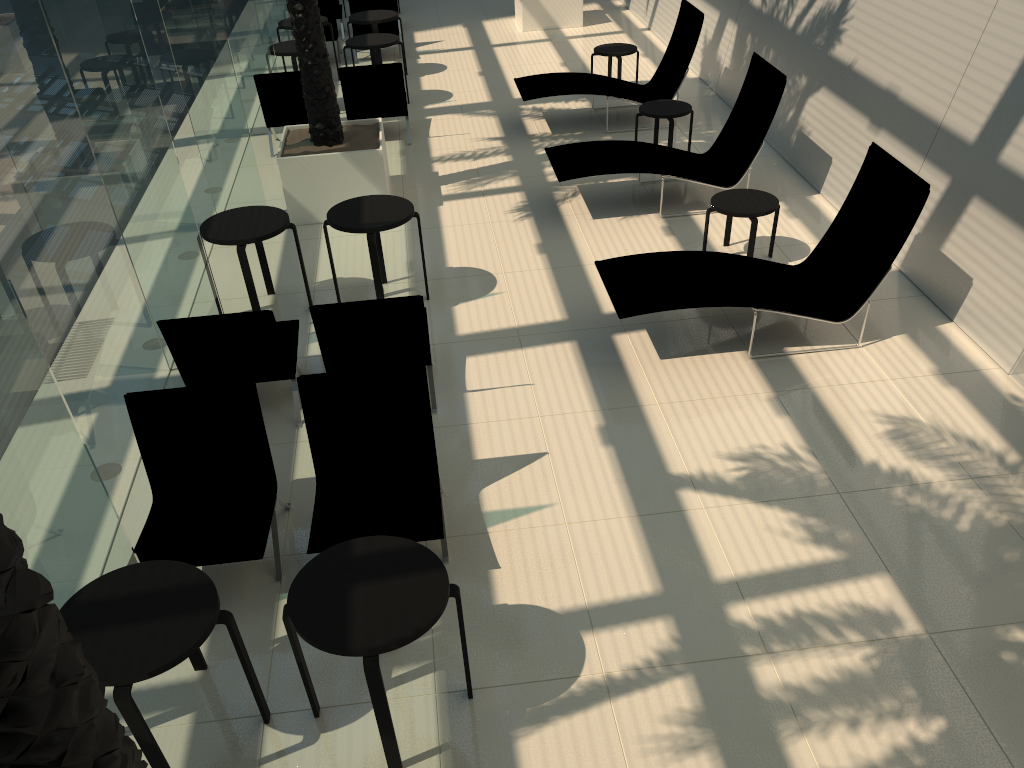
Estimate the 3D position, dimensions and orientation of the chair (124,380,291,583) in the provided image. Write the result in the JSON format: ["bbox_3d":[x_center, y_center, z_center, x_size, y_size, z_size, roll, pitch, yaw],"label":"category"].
[{"bbox_3d":[-1.682,0.625,4.715,0.715,0.963,0.813,-6,37,-4],"label":"chair"}]

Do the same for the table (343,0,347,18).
[{"bbox_3d":[-3.364,-6.881,15.388,0.665,0.847,0.637,18,42,26],"label":"table"}]

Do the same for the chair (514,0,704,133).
[{"bbox_3d":[1.075,-3.690,10.201,2.034,1.256,0.845,-6,37,-3],"label":"chair"}]

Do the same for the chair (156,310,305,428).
[{"bbox_3d":[-1.866,-0.275,5.981,0.715,0.963,0.813,-6,37,-4],"label":"chair"}]

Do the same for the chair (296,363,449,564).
[{"bbox_3d":[-0.757,0.530,4.766,0.715,0.963,0.813,-6,37,-4],"label":"chair"}]

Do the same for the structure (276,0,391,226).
[{"bbox_3d":[-1.921,-4.799,6.579,4.800,7.605,4.091,-10,38,-9],"label":"structure"}]

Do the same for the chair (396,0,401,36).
[{"bbox_3d":[-2.259,-6.338,14.432,0.715,0.963,0.813,-6,37,-4],"label":"chair"}]

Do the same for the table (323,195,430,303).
[{"bbox_3d":[-1.084,-1.012,7.040,0.665,0.847,0.637,18,42,26],"label":"table"}]

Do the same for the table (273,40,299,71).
[{"bbox_3d":[-2.708,-3.912,11.210,0.665,0.847,0.637,18,42,26],"label":"table"}]

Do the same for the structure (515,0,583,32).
[{"bbox_3d":[0.547,-9.019,12.337,4.219,7.469,4.318,15,41,23],"label":"structure"}]

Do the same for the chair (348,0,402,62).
[{"bbox_3d":[-2.075,-5.438,13.167,0.715,0.963,0.813,-6,37,-4],"label":"chair"}]

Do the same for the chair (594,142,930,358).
[{"bbox_3d":[1.685,-0.925,6.308,2.034,1.256,0.845,-6,37,-3],"label":"chair"}]

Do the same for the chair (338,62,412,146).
[{"bbox_3d":[-1.606,-3.383,10.272,0.715,0.963,0.813,-6,37,-4],"label":"chair"}]

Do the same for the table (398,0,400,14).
[{"bbox_3d":[-2.402,-6.980,15.441,0.665,0.847,0.637,18,42,26],"label":"table"}]

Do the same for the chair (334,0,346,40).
[{"bbox_3d":[-3.184,-6.242,14.381,0.715,0.963,0.813,-6,37,-4],"label":"chair"}]

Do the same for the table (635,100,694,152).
[{"bbox_3d":[1.634,-2.704,9.389,0.538,0.561,0.522,22,44,30],"label":"table"}]

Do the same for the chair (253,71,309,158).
[{"bbox_3d":[-2.532,-3.287,10.221,0.715,0.963,0.813,-6,37,-4],"label":"chair"}]

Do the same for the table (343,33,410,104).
[{"bbox_3d":[-1.746,-4.012,11.263,0.665,0.847,0.637,18,42,26],"label":"table"}]

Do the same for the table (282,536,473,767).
[{"bbox_3d":[-0.587,1.198,3.929,0.656,0.847,0.646,26,46,33],"label":"table"}]

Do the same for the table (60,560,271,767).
[{"bbox_3d":[-1.549,1.297,3.875,0.656,0.847,0.646,26,46,33],"label":"table"}]

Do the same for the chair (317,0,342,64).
[{"bbox_3d":[-3.000,-5.343,13.116,0.715,0.963,0.813,-6,37,-4],"label":"chair"}]

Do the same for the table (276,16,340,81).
[{"bbox_3d":[-2.867,-4.671,12.277,0.660,0.847,0.641,22,44,29],"label":"table"}]

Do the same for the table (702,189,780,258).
[{"bbox_3d":[1.944,-1.300,7.413,0.538,0.561,0.522,22,44,30],"label":"table"}]

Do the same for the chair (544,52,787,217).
[{"bbox_3d":[1.375,-2.329,8.284,2.034,1.256,0.845,-6,37,-3],"label":"chair"}]

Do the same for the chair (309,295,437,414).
[{"bbox_3d":[-0.941,-0.370,6.032,0.715,0.963,0.813,-6,37,-4],"label":"chair"}]

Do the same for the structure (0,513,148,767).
[{"bbox_3d":[-0.995,-0.485,0.509,4.369,7.605,4.499,-20,40,-21],"label":"structure"}]

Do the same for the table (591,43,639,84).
[{"bbox_3d":[1.334,-4.065,11.306,0.541,0.561,0.519,18,42,26],"label":"table"}]

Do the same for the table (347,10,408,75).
[{"bbox_3d":[-1.905,-4.770,12.330,0.660,0.847,0.641,22,44,29],"label":"table"}]

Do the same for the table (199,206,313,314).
[{"bbox_3d":[-2.046,-0.913,6.987,0.665,0.847,0.637,18,42,26],"label":"table"}]
